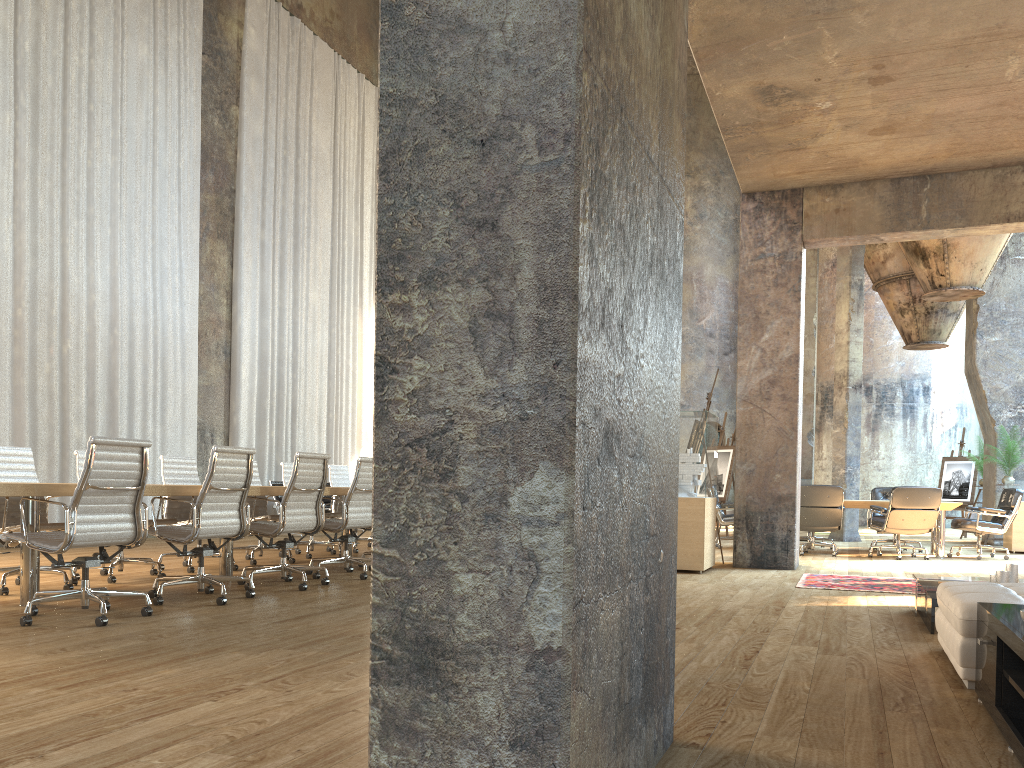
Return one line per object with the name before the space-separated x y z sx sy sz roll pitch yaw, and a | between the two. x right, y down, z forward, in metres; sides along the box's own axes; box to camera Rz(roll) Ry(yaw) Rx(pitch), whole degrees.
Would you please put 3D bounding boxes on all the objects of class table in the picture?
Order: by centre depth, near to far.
table | 2.930 1.365 5.328 0.790 0.202 1.115 -1 -7 21
table | 3.062 1.386 5.672 0.859 0.246 0.371 -1 -5 21
table | -1.973 1.344 8.240 1.601 0.756 7.750 -1 -7 21
table | 4.550 1.890 11.641 2.410 0.699 1.109 -1 -5 21
table | 6.614 2.698 17.513 1.870 0.545 0.945 -1 -5 21

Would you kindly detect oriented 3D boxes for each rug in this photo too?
rug | 3.721 1.720 7.426 2.462 0.009 1.352 -2 -7 21

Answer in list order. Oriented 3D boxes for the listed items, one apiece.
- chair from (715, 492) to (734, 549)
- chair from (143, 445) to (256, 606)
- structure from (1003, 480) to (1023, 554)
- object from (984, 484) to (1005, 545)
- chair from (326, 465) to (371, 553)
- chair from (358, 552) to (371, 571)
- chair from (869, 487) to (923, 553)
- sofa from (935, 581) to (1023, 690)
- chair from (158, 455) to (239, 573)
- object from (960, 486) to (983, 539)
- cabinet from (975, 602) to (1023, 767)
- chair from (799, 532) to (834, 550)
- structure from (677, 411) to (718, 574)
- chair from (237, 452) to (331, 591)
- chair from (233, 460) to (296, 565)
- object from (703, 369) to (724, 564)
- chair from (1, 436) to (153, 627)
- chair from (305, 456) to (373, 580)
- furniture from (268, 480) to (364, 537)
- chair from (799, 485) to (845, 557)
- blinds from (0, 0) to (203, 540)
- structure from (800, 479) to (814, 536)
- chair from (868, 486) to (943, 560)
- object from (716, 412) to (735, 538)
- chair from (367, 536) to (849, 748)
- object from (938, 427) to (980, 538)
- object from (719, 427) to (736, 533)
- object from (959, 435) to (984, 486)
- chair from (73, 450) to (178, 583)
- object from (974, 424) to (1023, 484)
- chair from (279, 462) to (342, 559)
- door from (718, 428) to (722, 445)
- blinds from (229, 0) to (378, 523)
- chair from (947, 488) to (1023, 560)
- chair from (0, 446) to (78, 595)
chair | 3.105 1.838 12.208 0.820 0.891 0.732 0 -2 17
chair | -2.098 0.928 5.846 0.698 1.024 0.667 0 -2 25
structure | 7.365 1.862 12.306 0.735 1.013 0.746 0 -2 21
object | 7.596 2.005 13.300 0.659 0.971 0.571 2 -1 -33
chair | -1.825 1.481 10.473 0.698 1.024 0.667 0 -2 25
chair | -1.132 1.243 8.366 0.698 1.024 0.667 0 -2 27
chair | 5.303 1.871 12.166 0.729 0.891 0.824 0 -3 22
sofa | 3.268 1.012 4.515 2.064 0.720 2.942 -1 -7 21
chair | -2.791 1.166 7.954 0.698 1.024 0.667 0 -2 27
object | 8.424 2.301 15.675 0.658 0.971 0.572 1 -1 15
cabinet | 1.694 0.941 2.646 0.396 0.368 1.569 0 -6 21
chair | 4.261 1.900 12.567 0.729 0.891 0.824 0 -3 28
structure | 1.681 1.076 8.746 0.594 1.546 0.744 1 0 21
chair | -1.770 1.035 6.704 0.698 1.024 0.667 0 -2 27
chair | -2.472 1.268 8.775 0.699 1.024 0.667 0 -2 30
object | 1.987 0.909 9.582 0.684 2.145 0.702 1 0 20
chair | -2.440 0.817 4.961 0.698 1.024 0.667 0 -2 27
chair | -1.450 1.140 7.544 0.699 1.024 0.667 0 -2 30
furniture | -3.040 1.971 14.026 0.708 0.839 1.880 0 -5 21
chair | 3.825 1.725 11.147 0.729 0.891 0.824 0 -3 15
blinds | -5.939 -2.617 9.203 0.275 8.634 7.856 1 -2 22
structure | 4.647 2.105 14.756 0.743 1.013 0.737 0 -2 21
chair | 4.779 1.702 10.812 0.730 0.891 0.824 1 -3 -5
object | 3.377 1.514 14.490 0.685 2.145 0.701 1 0 -37
chair | 1.145 1.516 10.284 12.950 1.029 31.649 -2 -7 21
object | 8.567 1.884 16.849 0.685 2.145 0.701 1 0 -40
object | 3.956 1.738 16.292 0.702 2.145 0.683 1 0 -43
object | 8.397 1.356 15.703 0.688 0.939 0.861 -1 -3 42
chair | -3.115 1.056 7.079 0.698 1.024 0.667 0 -1 21
object | 7.495 1.069 13.414 0.858 0.939 0.690 0 -2 24
chair | -2.152 1.373 9.616 0.698 1.024 0.667 0 -2 27
door | 5.167 2.146 23.242 0.904 2.295 0.091 1 1 -21
blinds | -2.837 -1.607 17.276 0.275 8.634 7.856 1 -2 22
chair | 5.941 1.756 11.102 0.820 0.891 0.732 0 -2 15
chair | -3.422 0.956 6.279 0.699 1.024 0.667 0 -2 30
